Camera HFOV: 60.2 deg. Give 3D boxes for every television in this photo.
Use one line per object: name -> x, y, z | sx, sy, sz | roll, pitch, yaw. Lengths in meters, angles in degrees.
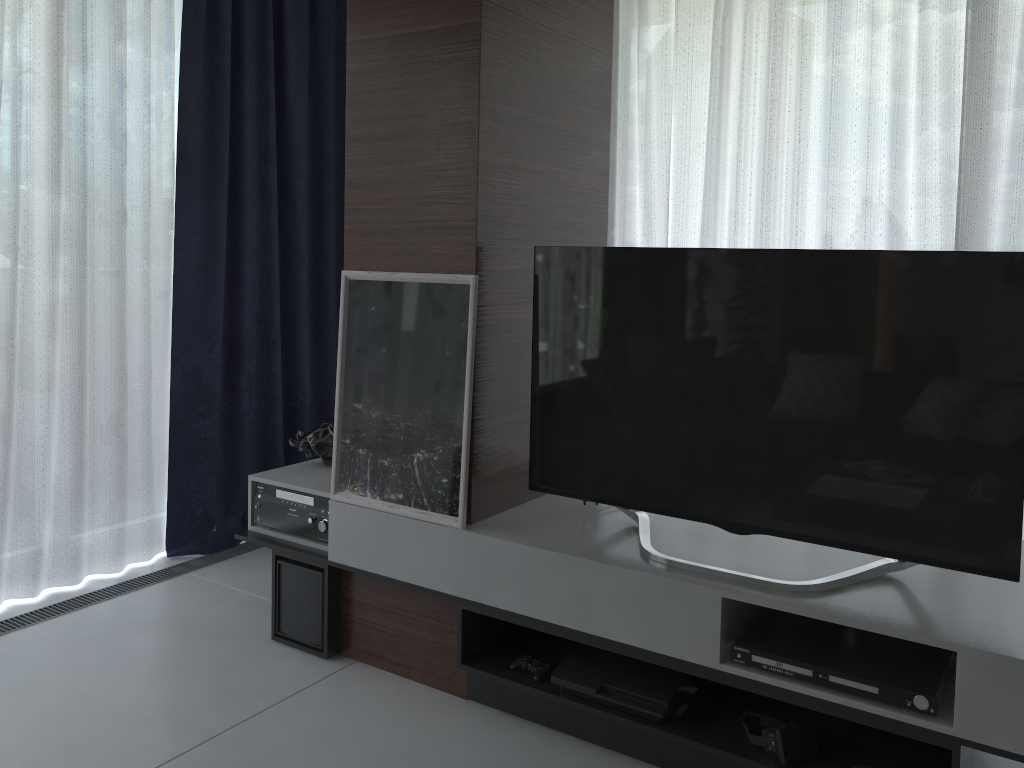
television -> 0.585, 0.054, 2.218 | 1.234, 0.782, 0.298 | 6, 5, 33

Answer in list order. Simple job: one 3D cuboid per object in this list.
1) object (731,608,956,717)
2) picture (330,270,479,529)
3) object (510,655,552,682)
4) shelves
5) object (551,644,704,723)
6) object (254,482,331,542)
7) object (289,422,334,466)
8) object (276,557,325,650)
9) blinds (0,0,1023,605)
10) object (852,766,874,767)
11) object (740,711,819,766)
object -> 0.771, 0.622, 2.044 | 0.431, 0.052, 0.337 | 6, 9, 33
picture -> -0.324, 0.026, 2.568 | 0.501, 0.696, 0.053 | 4, 4, 33
object -> 0.055, 0.767, 2.401 | 0.071, 0.036, 0.113 | -5, 10, -44
shelves -> 0.296, 0.628, 2.673 | 2.357, 0.496, 0.877 | 6, 8, 33
object -> 0.316, 0.766, 2.333 | 0.315, 0.067, 0.315 | 6, 9, 33
object -> -0.620, 0.405, 3.018 | 0.370, 0.149, 0.370 | 6, 9, 33
object -> -0.640, 0.211, 3.168 | 0.311, 0.149, 0.138 | 0, 5, -10
object -> -0.604, 0.685, 2.895 | 0.214, 0.250, 0.255 | 5, 6, 33
blinds -> -0.322, -0.189, 0.332 | 5.820, 2.755, 7.166 | 6, 9, 36
object -> 0.761, 0.848, 1.911 | 0.044, 0.043, 0.044 | 5, 7, 33
object -> 0.615, 0.805, 2.076 | 0.117, 0.078, 0.185 | -2, 8, -27
